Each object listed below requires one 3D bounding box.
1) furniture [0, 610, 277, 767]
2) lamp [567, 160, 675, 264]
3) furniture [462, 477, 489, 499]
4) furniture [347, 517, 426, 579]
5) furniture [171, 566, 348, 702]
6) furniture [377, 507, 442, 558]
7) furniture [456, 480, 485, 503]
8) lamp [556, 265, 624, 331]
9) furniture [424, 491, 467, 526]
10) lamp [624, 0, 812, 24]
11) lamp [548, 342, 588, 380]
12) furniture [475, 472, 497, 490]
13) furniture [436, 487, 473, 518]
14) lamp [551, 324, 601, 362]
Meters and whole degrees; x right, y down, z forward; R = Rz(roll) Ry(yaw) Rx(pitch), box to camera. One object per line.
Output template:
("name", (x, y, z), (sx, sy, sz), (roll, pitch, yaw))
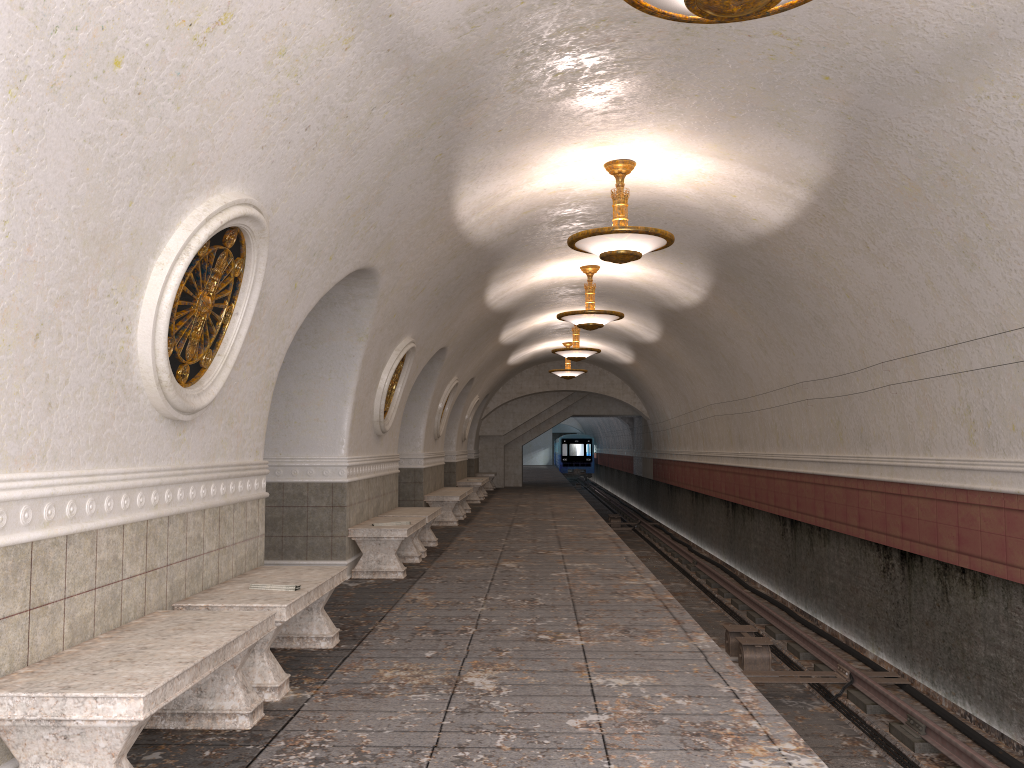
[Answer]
("furniture", (-1.511, 1.342, 3.704), (0.613, 0.508, 1.509), (0, -4, 2))
("lamp", (1.025, -1.607, 8.395), (1.008, 0.955, 1.008), (1, -4, -14))
("furniture", (-0.945, 2.734, 23.320), (0.613, 0.508, 1.509), (0, -4, 2))
("furniture", (-1.338, 1.767, 9.695), (0.613, 0.508, 1.509), (0, -4, 2))
("furniture", (-1.463, 1.461, 5.380), (0.613, 0.508, 1.509), (0, -4, 2))
("furniture", (-1.290, 1.886, 11.372), (0.613, 0.508, 1.509), (0, -4, 2))
("furniture", (-0.993, 2.615, 21.643), (0.613, 0.508, 1.509), (0, -4, 2))
("lamp", (1.164, -1.265, 13.211), (1.008, 0.955, 1.008), (-1, -4, 18))
("furniture", (-1.165, 2.193, 15.698), (0.613, 0.508, 1.509), (0, -4, 2))
("lamp", (0.885, -1.951, 3.547), (1.008, 0.955, 1.008), (1, -4, -14))
("lamp", (1.442, -0.582, 22.841), (1.008, 0.955, 1.008), (4, -5, -42))
("furniture", (-0.812, 3.061, 27.927), (0.613, 0.508, 1.509), (0, -4, 2))
("furniture", (-1.116, 2.312, 17.375), (0.613, 0.508, 1.509), (0, -4, 2))
("lamp", (1.303, -0.924, 18.025), (1.008, 0.955, 1.008), (-1, -4, 18))
